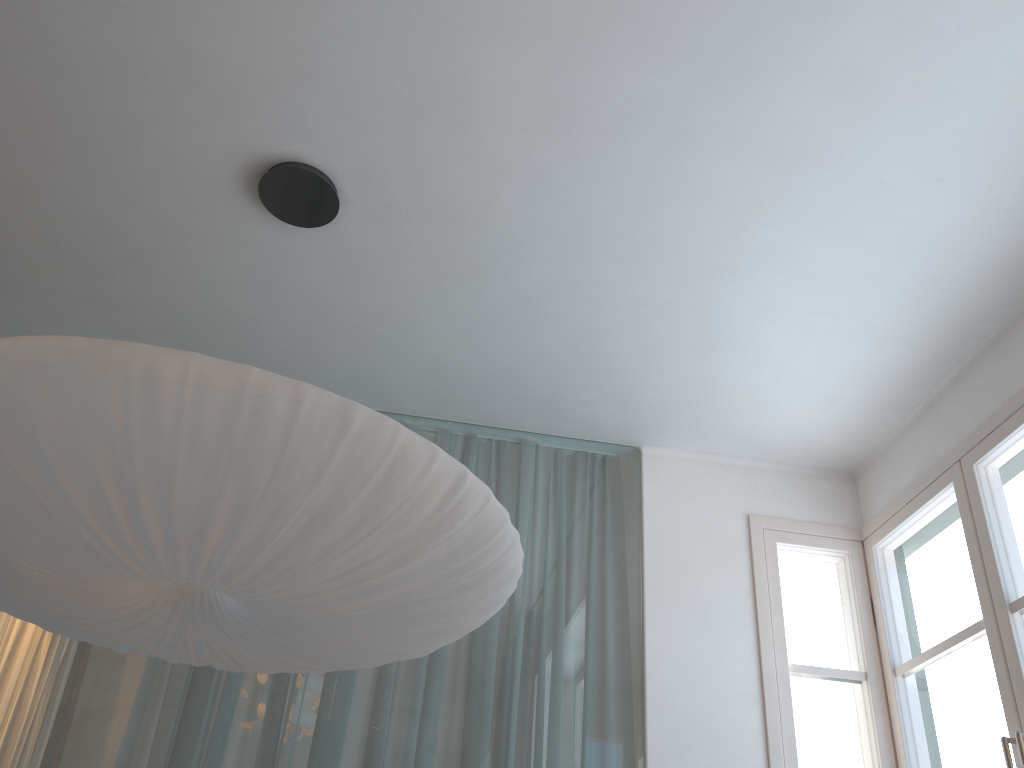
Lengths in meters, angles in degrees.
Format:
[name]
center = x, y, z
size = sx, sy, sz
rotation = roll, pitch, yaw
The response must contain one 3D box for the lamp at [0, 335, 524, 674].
[lamp]
center = -0.713, 0.424, 1.997
size = 1.479, 0.203, 1.511
rotation = -14, -38, 24
